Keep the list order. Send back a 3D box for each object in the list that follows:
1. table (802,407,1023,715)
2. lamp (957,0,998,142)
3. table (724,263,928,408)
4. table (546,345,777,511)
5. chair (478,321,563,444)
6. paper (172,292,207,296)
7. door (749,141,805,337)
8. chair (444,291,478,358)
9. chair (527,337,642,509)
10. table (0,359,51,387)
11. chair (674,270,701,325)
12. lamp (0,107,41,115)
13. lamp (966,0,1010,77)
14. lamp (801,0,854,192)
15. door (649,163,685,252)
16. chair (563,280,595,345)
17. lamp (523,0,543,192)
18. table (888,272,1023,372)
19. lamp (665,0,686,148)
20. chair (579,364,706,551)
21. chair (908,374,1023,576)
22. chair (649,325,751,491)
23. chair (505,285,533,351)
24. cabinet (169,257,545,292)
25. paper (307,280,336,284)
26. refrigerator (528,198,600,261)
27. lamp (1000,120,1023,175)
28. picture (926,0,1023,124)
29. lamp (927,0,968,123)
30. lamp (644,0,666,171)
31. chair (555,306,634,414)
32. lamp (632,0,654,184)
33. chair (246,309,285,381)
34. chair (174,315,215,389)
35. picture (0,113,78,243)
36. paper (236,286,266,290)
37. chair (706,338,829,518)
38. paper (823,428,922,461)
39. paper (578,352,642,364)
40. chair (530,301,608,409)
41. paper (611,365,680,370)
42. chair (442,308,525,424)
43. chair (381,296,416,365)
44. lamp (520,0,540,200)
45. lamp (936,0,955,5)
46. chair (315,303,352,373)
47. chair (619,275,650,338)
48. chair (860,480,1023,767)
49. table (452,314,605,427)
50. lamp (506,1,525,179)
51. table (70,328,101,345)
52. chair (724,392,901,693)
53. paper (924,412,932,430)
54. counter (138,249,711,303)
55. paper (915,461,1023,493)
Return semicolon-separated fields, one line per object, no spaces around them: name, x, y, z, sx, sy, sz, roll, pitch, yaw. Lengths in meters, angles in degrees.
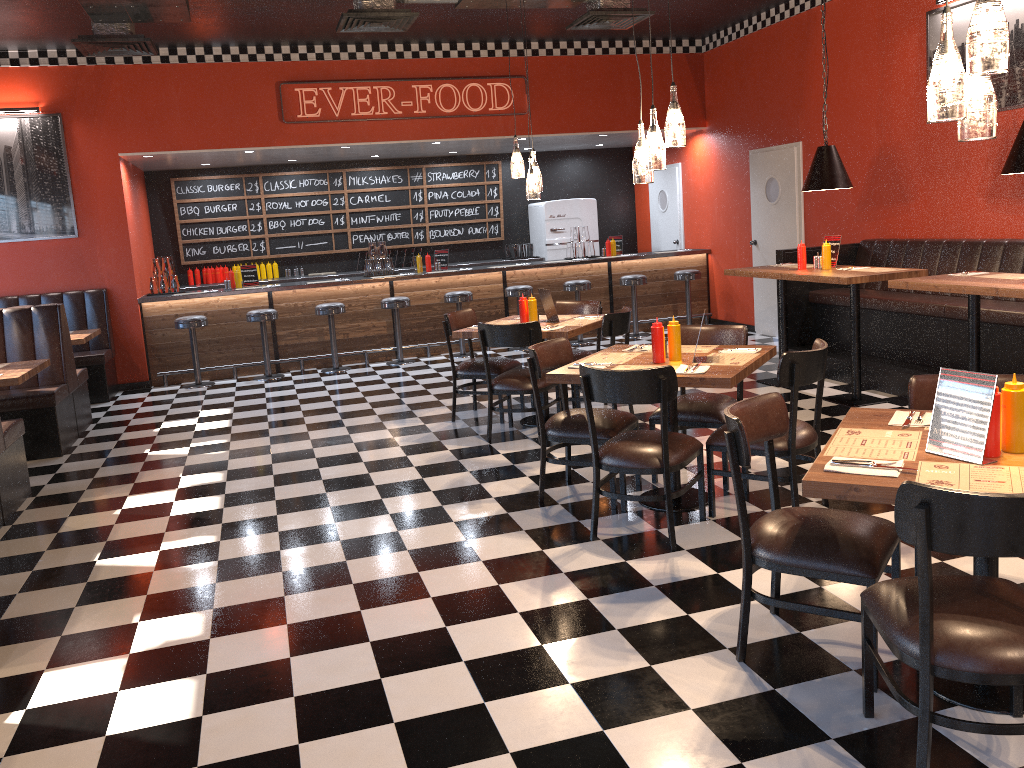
table;1.505;0.575;2.771;0.960;0.769;0.963;1;11;29
lamp;1.331;-1.699;2.532;0.108;1.953;0.109;-5;8;-4
table;2.484;-0.433;7.207;0.696;0.993;1.701;-7;10;-15
table;0.848;0.246;4.796;0.960;0.769;0.963;1;11;29
chair;0.063;-0.044;6.411;0.486;0.862;0.548;0;9;23
paper;-3.650;-1.028;10.055;0.366;0.001;0.262;-7;11;-14
door;3.018;-1.614;10.150;0.162;2.166;1.032;-6;9;-15
chair;-0.613;-0.719;10.560;0.348;0.770;0.350;1;10;29
chair;0.389;0.196;4.989;0.544;0.862;0.489;0;10;26
table;-4.163;0.362;6.107;1.694;0.769;0.962;-7;10;-16
chair;2.265;-1.075;11.370;0.348;0.770;0.350;1;10;29
lamp;-5.214;-2.821;9.164;0.611;0.056;0.081;-7;10;-16
lamp;1.262;-1.833;2.344;0.108;1.953;0.109;1;9;31
lamp;2.373;-2.510;6.732;0.382;2.031;0.384;0;9;25
door;2.229;-2.054;12.827;0.162;2.166;1.032;-6;9;-15
chair;0.826;-0.897;10.965;0.349;0.770;0.350;-6;9;-16
lamp;0.114;-2.430;6.619;0.109;1.953;0.109;-8;9;-28
table;3.079;-0.100;5.187;0.696;0.993;1.701;-7;10;-15
lamp;0.773;-2.182;4.417;0.109;1.953;0.108;-12;11;-43
chair;0.634;0.302;4.321;0.486;0.862;0.548;1;10;29
chair;1.714;0.427;3.233;0.486;0.862;0.548;0;10;24
chair;1.110;0.108;5.185;0.486;0.862;0.548;1;10;32
chair;0.107;-0.808;10.763;0.348;0.770;0.350;1;10;29
cabinet;-2.118;-1.072;12.431;5.291;0.993;0.679;-7;9;-16
paper;-2.240;-1.209;10.489;0.366;0.001;0.262;-7;11;-14
refrigerator;0.801;-1.813;13.103;0.804;1.792;0.854;-6;9;-16
lamp;2.917;-2.207;4.885;0.382;2.031;0.384;0;9;25
picture;3.850;-2.597;6.835;0.023;0.933;1.780;-6;10;-15
lamp;1.214;-1.740;2.477;0.109;1.953;0.109;-9;10;-33
lamp;0.664;-2.053;4.378;0.108;1.953;0.109;0;9;26
chair;0.639;-0.118;6.587;0.544;0.862;0.489;0;9;24
lamp;0.620;-2.013;4.499;0.108;1.953;0.109;-5;8;-4
chair;-2.772;-0.451;9.952;0.348;0.770;0.350;2;10;34
chair;-3.491;-0.362;9.750;0.348;0.770;0.350;1;10;29
picture;-5.191;-2.151;9.284;1.024;1.293;0.016;-7;8;-16
paper;-3.006;-1.110;10.250;0.366;0.001;0.262;-7;11;-14
chair;1.316;0.226;4.470;0.545;0.862;0.489;3;11;38
paper;1.169;0.191;2.856;0.261;0.001;0.368;2;12;28
paper;0.546;-0.143;4.900;0.261;0.001;0.368;1;12;27
chair;0.470;-0.232;7.267;0.487;0.862;0.547;3;11;41
paper;0.667;-0.069;4.453;0.365;0.001;0.263;1;12;27
chair;-0.249;-0.163;7.169;0.544;0.862;0.489;0;9;24
chair;-1.333;-0.630;10.357;0.348;0.770;0.351;0;9;24
lamp;0.093;-2.348;6.509;0.108;1.953;0.109;1;9;31
lamp;3.788;-3.096;6.740;0.081;0.056;1.452;-7;11;-15
chair;-2.052;-0.540;10.155;0.348;0.770;0.350;2;10;34
chair;1.546;-0.986;11.168;0.349;0.770;0.350;-6;9;-11
chair;1.237;0.621;2.369;0.486;0.862;0.548;-3;9;7
table;0.227;-0.091;6.853;0.957;0.769;0.966;1;11;29
lamp;-0.022;-2.535;6.627;0.109;1.953;0.109;-8;9;-24
table;-4.830;-0.010;8.369;1.694;0.769;0.962;-7;10;-16
chair;1.032;0.503;3.085;0.545;0.862;0.489;2;10;33
paper;1.608;0.134;2.996;0.365;0.001;0.263;2;12;30
counter;-0.847;-1.383;11.027;7.049;0.050;0.679;-7;11;-16
paper;1.313;0.259;2.435;0.365;0.001;0.263;1;12;27
